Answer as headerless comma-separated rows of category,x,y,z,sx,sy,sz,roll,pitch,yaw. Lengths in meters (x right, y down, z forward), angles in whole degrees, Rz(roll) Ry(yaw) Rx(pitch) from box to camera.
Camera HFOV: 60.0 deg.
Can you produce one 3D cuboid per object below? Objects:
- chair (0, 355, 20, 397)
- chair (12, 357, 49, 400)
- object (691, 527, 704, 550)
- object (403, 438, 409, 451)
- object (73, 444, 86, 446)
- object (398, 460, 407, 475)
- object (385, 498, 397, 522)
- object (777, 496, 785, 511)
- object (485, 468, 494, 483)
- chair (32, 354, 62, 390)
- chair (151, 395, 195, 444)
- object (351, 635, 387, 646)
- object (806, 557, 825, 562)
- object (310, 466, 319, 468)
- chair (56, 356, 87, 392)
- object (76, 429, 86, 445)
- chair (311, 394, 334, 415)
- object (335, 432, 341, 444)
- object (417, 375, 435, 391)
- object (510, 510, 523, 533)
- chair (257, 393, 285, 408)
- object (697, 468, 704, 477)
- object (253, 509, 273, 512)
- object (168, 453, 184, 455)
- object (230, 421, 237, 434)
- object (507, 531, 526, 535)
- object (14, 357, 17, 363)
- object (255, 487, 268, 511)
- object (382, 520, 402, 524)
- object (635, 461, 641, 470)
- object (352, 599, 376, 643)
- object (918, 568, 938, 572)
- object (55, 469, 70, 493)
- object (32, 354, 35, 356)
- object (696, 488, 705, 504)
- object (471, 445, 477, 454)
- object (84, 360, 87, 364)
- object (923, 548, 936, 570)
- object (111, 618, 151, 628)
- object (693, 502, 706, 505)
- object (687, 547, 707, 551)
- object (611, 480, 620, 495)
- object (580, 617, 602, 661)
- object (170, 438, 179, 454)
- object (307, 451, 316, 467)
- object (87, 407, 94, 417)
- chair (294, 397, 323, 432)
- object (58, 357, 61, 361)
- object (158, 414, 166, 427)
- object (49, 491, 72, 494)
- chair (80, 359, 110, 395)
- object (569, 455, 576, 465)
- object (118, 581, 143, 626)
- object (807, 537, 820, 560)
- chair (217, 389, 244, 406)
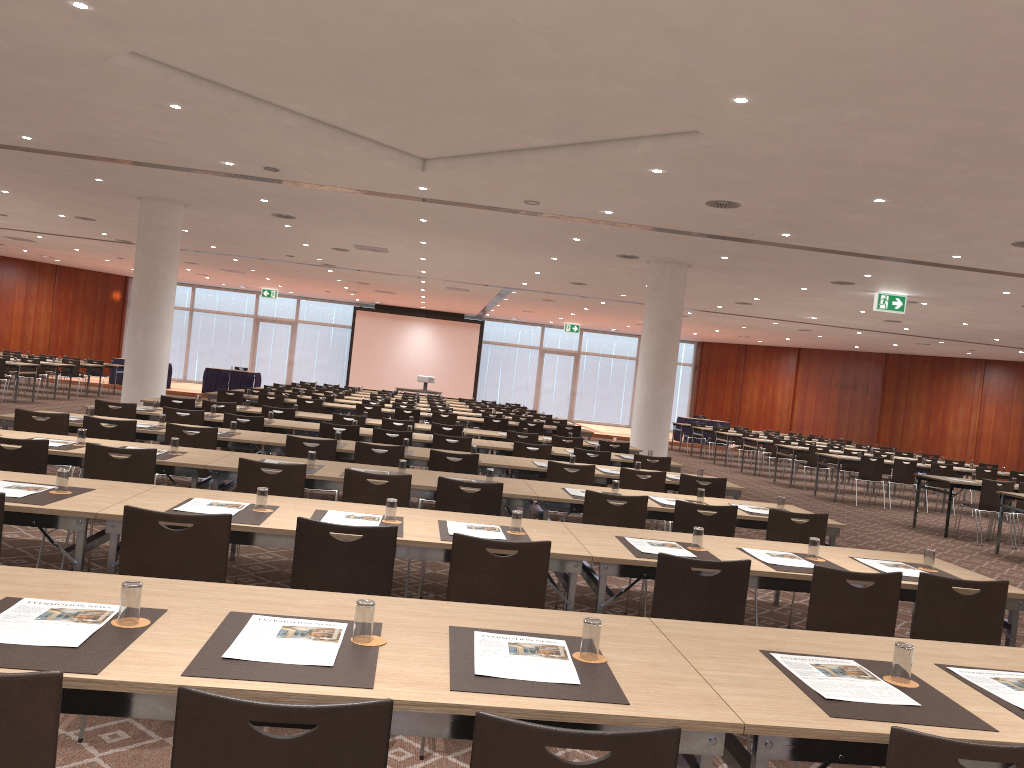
chair,-11.740,-0.208,20.429,0.535,0.939,0.613,6,1,-4
chair,-11.052,-0.134,20.418,0.535,0.939,0.613,6,1,-4
object,0.985,0.818,4.705,0.054,0.114,0.054,7,1,28
object,-1.019,0.582,8.511,0.054,0.114,0.054,6,1,-17
object,-3.058,0.433,6.288,0.102,0.001,0.102,6,0,-17
object,-0.806,0.615,6.523,0.054,0.114,0.054,7,1,28
object,-0.620,0.646,4.546,0.054,0.114,0.054,6,1,-17
object,2.073,0.922,6.833,0.054,0.114,0.054,5,1,-40
object,-0.165,0.684,6.585,0.054,0.114,0.054,7,1,28
chair,-12.683,-0.331,24.270,0.536,0.939,0.613,6,1,-7
chair,-4.386,0.629,11.641,0.536,0.939,0.613,6,1,-6
object,-0.412,0.738,2.551,0.102,0.001,0.102,6,0,-40
object,1.637,0.945,4.779,0.102,0.001,0.102,6,0,28
object,-1.458,0.604,6.462,0.102,0.001,0.102,6,0,-17
chair,-12.090,-0.268,24.413,0.535,0.939,0.613,6,1,-3
object,-3.057,0.375,6.296,0.054,0.114,0.054,5,1,-40
chair,-3.708,0.671,17.280,0.536,0.939,0.613,6,1,-5
object,-1.659,0.513,8.452,0.054,0.114,0.054,6,1,-17
object,-2.832,-0.027,29.097,0.576,0.472,0.614,6,1,-6
object,0.023,0.715,4.609,0.054,0.114,0.054,6,1,-17
chair,-4.145,0.635,15.225,0.536,0.939,0.613,6,1,-5
object,1.873,0.890,8.817,0.054,0.114,0.054,6,1,-17
object,-1.254,0.637,4.466,0.102,0.001,0.102,6,0,-40
object,-2.409,0.502,6.359,0.102,0.001,0.102,6,0,-17
object,-2.624,0.410,8.347,0.054,0.114,0.054,5,1,-40
object,0.022,0.773,4.604,0.102,0.001,0.102,6,0,28
object,-10.679,-0.513,19.072,0.054,0.114,0.054,6,1,-17
object,-1.259,0.578,4.462,0.054,0.114,0.054,6,1,-17
object,-0.615,0.705,4.539,0.102,0.001,0.102,6,0,-40
object,1.239,0.822,8.741,0.054,0.114,0.054,5,1,-40
object,-0.424,0.679,2.541,0.054,0.114,0.054,5,1,-40
object,2.265,1.012,4.827,0.102,0.001,0.102,6,0,-17
object,-2.214,0.477,4.365,0.054,0.114,0.054,7,1,28
object,-12.368,-0.715,22.913,0.054,0.114,0.054,6,1,-17
object,1.438,0.855,6.759,0.054,0.114,0.054,5,1,-40
object,-0.370,0.651,8.575,0.054,0.114,0.054,7,1,28
object,-11.087,-0.579,23.052,0.054,0.114,0.054,6,1,-17
object,2.277,0.955,4.841,0.054,0.114,0.054,6,1,-17
object,-1.067,0.668,2.483,0.102,0.001,0.102,6,0,-40
object,1.429,0.911,6.758,0.102,0.001,0.102,6,0,-17
object,0.980,0.875,4.702,0.102,0.001,0.102,6,0,28
object,0.781,0.785,6.696,0.054,0.114,0.054,6,1,5
object,0.231,0.749,2.605,0.054,0.114,0.054,5,1,-40
object,-2.420,0.443,6.359,0.054,0.114,0.054,5,1,-40
object,-1.458,0.546,6.450,0.054,0.114,0.054,7,1,28
object,-3.908,0.273,8.223,0.054,0.114,0.054,6,1,-17
chair,-3.491,0.705,15.216,0.536,0.939,0.613,6,1,-5
object,-11.729,-0.647,22.984,0.054,0.114,0.054,6,1,-17
object,-3.271,0.341,8.289,0.054,0.114,0.054,6,1,-17
object,-2.221,0.534,4.365,0.102,0.001,0.102,6,0,-17
chair,-11.439,-0.198,24.398,0.536,0.939,0.613,6,1,-6
object,0.591,0.753,8.688,0.054,0.114,0.054,5,1,-40
object,-1.064,0.610,2.472,0.054,0.114,0.054,5,1,-40
object,1.625,0.886,4.778,0.054,0.114,0.054,7,1,28
chair,-4.800,0.566,15.115,0.536,0.939,0.613,6,1,-4
